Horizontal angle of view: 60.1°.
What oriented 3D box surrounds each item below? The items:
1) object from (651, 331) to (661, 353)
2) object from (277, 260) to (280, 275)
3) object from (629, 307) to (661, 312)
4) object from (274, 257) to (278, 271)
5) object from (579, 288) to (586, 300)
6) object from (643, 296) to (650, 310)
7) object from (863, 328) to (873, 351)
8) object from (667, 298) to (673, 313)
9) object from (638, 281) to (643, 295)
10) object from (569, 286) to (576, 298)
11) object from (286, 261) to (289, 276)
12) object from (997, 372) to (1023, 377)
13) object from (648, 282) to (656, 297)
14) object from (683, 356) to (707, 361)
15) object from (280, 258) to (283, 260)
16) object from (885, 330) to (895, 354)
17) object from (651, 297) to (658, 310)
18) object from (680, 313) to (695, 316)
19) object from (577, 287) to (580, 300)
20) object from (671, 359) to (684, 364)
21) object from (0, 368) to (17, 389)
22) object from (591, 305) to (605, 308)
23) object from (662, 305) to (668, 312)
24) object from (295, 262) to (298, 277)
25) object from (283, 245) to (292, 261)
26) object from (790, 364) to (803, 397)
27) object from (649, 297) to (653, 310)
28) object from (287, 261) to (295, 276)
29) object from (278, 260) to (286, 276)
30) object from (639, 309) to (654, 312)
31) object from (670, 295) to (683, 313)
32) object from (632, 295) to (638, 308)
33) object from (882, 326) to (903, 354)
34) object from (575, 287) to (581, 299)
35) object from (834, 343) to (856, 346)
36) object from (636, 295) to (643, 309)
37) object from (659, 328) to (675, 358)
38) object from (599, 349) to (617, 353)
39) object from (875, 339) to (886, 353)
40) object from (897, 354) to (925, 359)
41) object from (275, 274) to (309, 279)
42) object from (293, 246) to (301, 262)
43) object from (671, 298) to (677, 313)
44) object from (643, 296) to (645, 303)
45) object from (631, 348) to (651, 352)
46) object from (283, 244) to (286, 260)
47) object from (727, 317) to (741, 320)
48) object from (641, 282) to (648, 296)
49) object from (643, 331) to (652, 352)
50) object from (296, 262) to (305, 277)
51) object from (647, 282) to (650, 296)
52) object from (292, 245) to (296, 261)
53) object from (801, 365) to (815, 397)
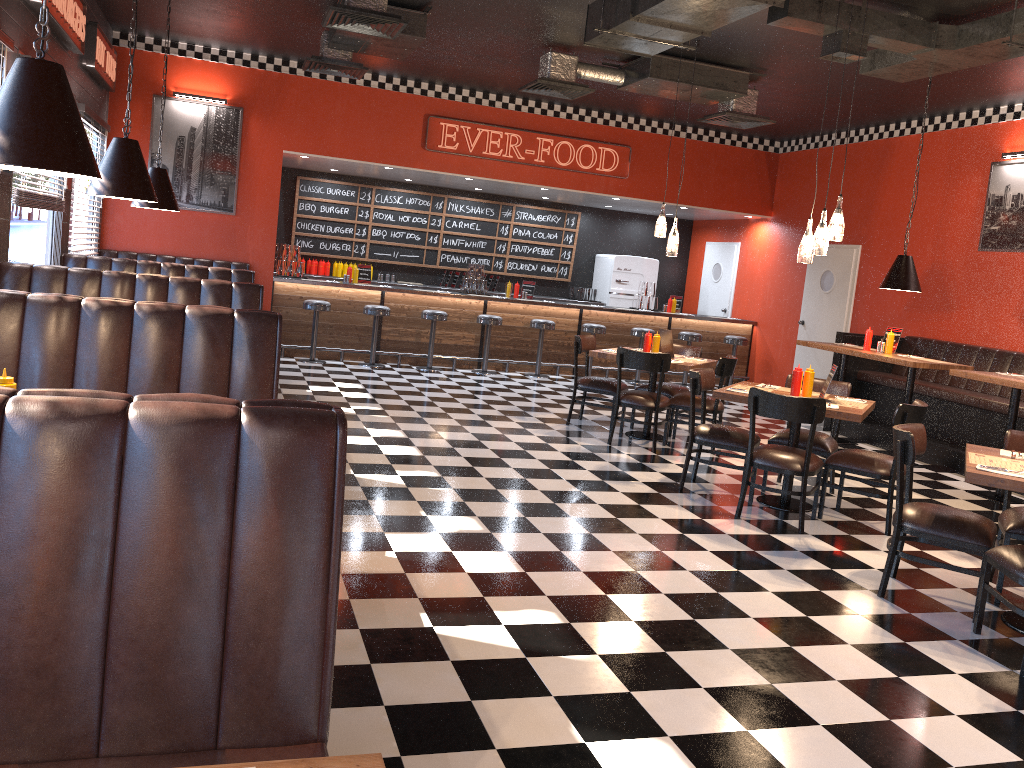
[{"bbox_3d":[1.324,-0.367,8.148,0.068,0.237,0.068,6,5,-4],"label":"object"},{"bbox_3d":[-3.040,-1.527,11.658,0.105,0.208,0.106,2,7,-33],"label":"object"},{"bbox_3d":[1.995,-1.116,13.261,0.436,0.018,0.274,3,8,-18],"label":"object"},{"bbox_3d":[-3.474,-1.750,12.942,0.105,0.208,0.106,2,7,-33],"label":"object"},{"bbox_3d":[1.130,-1.441,14.261,0.106,0.208,0.105,9,6,27],"label":"object"},{"bbox_3d":[2.009,-1.202,13.190,0.106,0.208,0.105,9,6,27],"label":"object"},{"bbox_3d":[3.546,-0.451,8.816,0.068,0.237,0.068,1,8,-43],"label":"object"},{"bbox_3d":[2.357,-1.183,13.219,0.068,0.237,0.068,7,6,13],"label":"object"},{"bbox_3d":[1.941,-1.428,13.247,0.106,0.208,0.105,9,6,26],"label":"object"},{"bbox_3d":[0.994,-1.510,14.655,0.106,0.208,0.105,9,6,27],"label":"object"},{"bbox_3d":[-2.927,-1.518,11.682,0.105,0.208,0.106,2,7,-33],"label":"object"},{"bbox_3d":[4.188,-0.085,7.457,0.255,0.019,0.158,3,8,-21],"label":"object"},{"bbox_3d":[2.088,-1.405,13.188,0.106,0.208,0.105,9,6,26],"label":"object"},{"bbox_3d":[1.711,-0.243,8.356,0.255,0.019,0.158,9,8,21],"label":"object"},{"bbox_3d":[-3.366,-1.745,12.989,0.105,0.208,0.106,2,7,-33],"label":"object"},{"bbox_3d":[3.689,-0.412,8.648,0.068,0.237,0.068,1,8,-43],"label":"object"},{"bbox_3d":[2.127,-1.194,13.221,0.106,0.208,0.105,9,6,26],"label":"object"},{"bbox_3d":[2.593,-1.041,13.174,0.157,0.019,0.256,3,8,-23],"label":"object"},{"bbox_3d":[1.109,-1.458,14.367,0.106,0.208,0.105,9,6,27],"label":"object"},{"bbox_3d":[1.440,-0.206,7.882,0.158,0.019,0.255,10,9,27],"label":"object"},{"bbox_3d":[-1.581,0.068,2.751,0.068,0.237,0.068,2,7,-35],"label":"object"},{"bbox_3d":[1.226,-1.119,12.692,0.157,0.019,0.256,4,8,-18],"label":"object"},{"bbox_3d":[2.308,-1.148,13.310,0.093,0.135,0.047,3,6,-23],"label":"object"},{"bbox_3d":[-2.815,-1.512,11.720,0.105,0.208,0.106,2,7,-33],"label":"object"},{"bbox_3d":[-2.923,-1.711,11.554,0.105,0.208,0.106,2,7,-33],"label":"object"},{"bbox_3d":[1.977,-0.022,6.148,0.068,0.237,0.068,5,6,-13],"label":"object"},{"bbox_3d":[2.081,-1.214,13.329,0.106,0.208,0.105,9,6,26],"label":"object"},{"bbox_3d":[-2.887,-1.500,11.581,0.105,0.208,0.106,2,7,-33],"label":"object"},{"bbox_3d":[-2.994,-1.508,11.557,0.105,0.208,0.106,2,7,-33],"label":"object"},{"bbox_3d":[1.954,-1.075,12.935,0.157,0.019,0.256,3,8,-22],"label":"object"},{"bbox_3d":[2.470,-1.208,13.417,0.188,0.256,0.072,8,6,17],"label":"object"},{"bbox_3d":[1.856,-1.229,13.267,0.106,0.208,0.105,9,6,26],"label":"object"},{"bbox_3d":[3.780,-0.438,8.835,0.072,0.256,0.189,3,7,-27],"label":"object"},{"bbox_3d":[1.086,-1.489,14.575,0.106,0.208,0.105,9,6,27],"label":"object"},{"bbox_3d":[3.540,-0.425,9.430,0.255,0.019,0.158,3,8,-21],"label":"object"},{"bbox_3d":[1.902,-1.210,13.166,0.106,0.208,0.105,9,6,26],"label":"object"},{"bbox_3d":[1.448,-0.382,8.283,0.072,0.256,0.189,3,7,-28],"label":"object"},{"bbox_3d":[0.950,-0.302,8.200,0.256,0.019,0.158,11,9,30],"label":"object"},{"bbox_3d":[3.652,-0.380,8.764,0.046,0.135,0.094,3,7,-27],"label":"object"},{"bbox_3d":[3.822,-0.270,8.520,0.255,0.019,0.158,3,8,-21],"label":"object"},{"bbox_3d":[-2.900,-1.414,11.652,0.436,0.018,0.274,3,8,-18],"label":"object"},{"bbox_3d":[-2.808,-1.702,11.579,0.105,0.208,0.106,2,7,-33],"label":"object"},{"bbox_3d":[2.427,-1.184,13.282,0.068,0.237,0.068,11,7,40],"label":"object"},{"bbox_3d":[1.969,-1.221,13.291,0.106,0.208,0.105,9,6,27],"label":"object"},{"bbox_3d":[1.262,-0.335,8.681,0.158,0.019,0.255,10,9,29],"label":"object"},{"bbox_3d":[-2.955,-1.726,11.639,0.105,0.208,0.106,2,7,-33],"label":"object"},{"bbox_3d":[3.362,-0.994,13.427,0.157,0.019,0.256,5,8,-8],"label":"object"},{"bbox_3d":[1.972,-1.413,13.163,0.106,0.208,0.105,9,6,26],"label":"object"},{"bbox_3d":[1.257,-0.383,8.212,0.068,0.237,0.068,9,6,24],"label":"object"},{"bbox_3d":[-2.769,-1.492,11.612,0.105,0.208,0.106,2,7,-33],"label":"object"},{"bbox_3d":[2.048,-1.423,13.292,0.106,0.208,0.105,9,6,26],"label":"object"},{"bbox_3d":[-2.847,-1.721,11.684,0.105,0.208,0.106,2,7,-33],"label":"object"},{"bbox_3d":[2.067,-0.016,6.175,0.068,0.237,0.068,5,6,-13],"label":"object"}]
